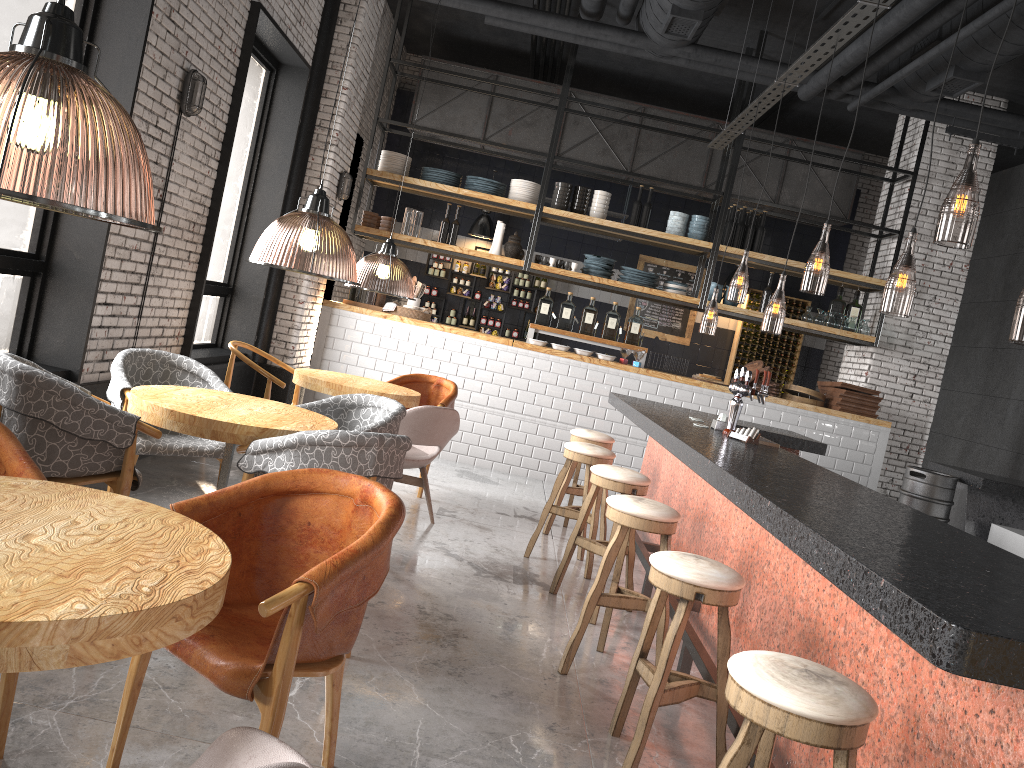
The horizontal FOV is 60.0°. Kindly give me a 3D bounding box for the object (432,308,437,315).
[{"bbox_3d":[-1.100,-1.029,12.602,0.071,0.083,0.071,14,3,25],"label":"object"}]

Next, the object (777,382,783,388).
[{"bbox_3d":[3.779,0.019,12.512,0.079,0.079,0.281,12,4,-1],"label":"object"}]

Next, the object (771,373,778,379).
[{"bbox_3d":[3.709,-0.105,12.546,0.079,0.079,0.281,12,4,-1],"label":"object"}]

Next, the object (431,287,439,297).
[{"bbox_3d":[-1.098,-1.311,12.613,0.100,0.139,0.088,12,3,0],"label":"object"}]

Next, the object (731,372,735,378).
[{"bbox_3d":[3.133,-0.121,12.528,0.079,0.079,0.281,12,4,-1],"label":"object"}]

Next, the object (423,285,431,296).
[{"bbox_3d":[-1.204,-1.334,12.613,0.100,0.139,0.088,12,3,0],"label":"object"}]

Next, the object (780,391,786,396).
[{"bbox_3d":[3.849,0.141,12.527,0.079,0.079,0.281,12,4,-1],"label":"object"}]

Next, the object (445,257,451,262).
[{"bbox_3d":[-0.903,-1.794,12.590,0.081,0.113,0.071,12,3,0],"label":"object"}]

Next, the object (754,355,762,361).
[{"bbox_3d":[3.476,-0.369,12.517,0.079,0.079,0.284,12,4,0],"label":"object"}]

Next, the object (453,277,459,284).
[{"bbox_3d":[-0.797,-1.471,12.582,0.071,0.083,0.071,14,3,25],"label":"object"}]

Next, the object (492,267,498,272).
[{"bbox_3d":[-0.232,-1.670,12.572,0.079,0.156,0.079,13,3,10],"label":"object"}]

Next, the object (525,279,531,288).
[{"bbox_3d":[0.226,-1.425,12.581,0.076,0.111,0.076,12,3,-5],"label":"object"}]

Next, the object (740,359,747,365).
[{"bbox_3d":[3.269,-0.305,12.500,0.079,0.079,0.281,12,4,-1],"label":"object"}]

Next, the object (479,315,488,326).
[{"bbox_3d":[-0.403,-0.909,12.627,0.100,0.139,0.088,12,3,0],"label":"object"}]

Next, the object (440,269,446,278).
[{"bbox_3d":[-0.980,-1.570,12.580,0.076,0.111,0.076,12,3,-5],"label":"object"}]

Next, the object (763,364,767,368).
[{"bbox_3d":[3.547,-0.247,12.521,0.079,0.079,0.281,12,4,-1],"label":"object"}]

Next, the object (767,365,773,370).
[{"bbox_3d":[3.639,-0.228,12.537,0.079,0.079,0.281,12,4,-1],"label":"object"}]

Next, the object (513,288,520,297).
[{"bbox_3d":[0.064,-1.299,12.586,0.076,0.111,0.076,14,3,25],"label":"object"}]

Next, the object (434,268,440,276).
[{"bbox_3d":[-1.060,-1.587,12.578,0.076,0.111,0.076,13,3,20],"label":"object"}]

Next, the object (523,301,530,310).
[{"bbox_3d":[0.210,-1.120,12.613,0.081,0.113,0.071,12,3,-1],"label":"object"}]

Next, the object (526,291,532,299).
[{"bbox_3d":[0.239,-1.261,12.587,0.076,0.111,0.076,10,3,-35],"label":"object"}]

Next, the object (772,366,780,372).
[{"bbox_3d":[3.731,-0.207,12.521,0.079,0.079,0.281,12,4,-1],"label":"object"}]

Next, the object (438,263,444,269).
[{"bbox_3d":[-1.004,-1.674,12.574,0.071,0.083,0.071,14,3,25],"label":"object"}]

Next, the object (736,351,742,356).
[{"bbox_3d":[3.199,-0.428,12.492,0.079,0.079,0.284,12,4,0],"label":"object"}]

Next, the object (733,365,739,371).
[{"bbox_3d":[3.155,-0.223,12.514,0.079,0.079,0.281,12,4,-1],"label":"object"}]

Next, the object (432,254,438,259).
[{"bbox_3d":[-1.087,-1.834,12.589,0.081,0.113,0.071,12,3,0],"label":"object"}]

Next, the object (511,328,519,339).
[{"bbox_3d":[0.050,-0.721,12.633,0.100,0.139,0.088,12,3,0],"label":"object"}]

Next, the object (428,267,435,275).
[{"bbox_3d":[-1.141,-1.605,12.578,0.076,0.111,0.076,13,3,10],"label":"object"}]

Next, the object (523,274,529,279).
[{"bbox_3d":[0.208,-1.542,12.577,0.076,0.111,0.076,12,3,5],"label":"object"}]

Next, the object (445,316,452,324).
[{"bbox_3d":[-0.902,-0.912,12.607,0.076,0.111,0.076,11,3,-25],"label":"object"}]

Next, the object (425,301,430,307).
[{"bbox_3d":[-1.196,-1.135,12.602,0.071,0.083,0.071,14,3,25],"label":"object"}]

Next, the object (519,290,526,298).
[{"bbox_3d":[0.150,-1.280,12.586,0.076,0.111,0.076,11,3,-25],"label":"object"}]

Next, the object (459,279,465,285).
[{"bbox_3d":[-0.706,-1.451,12.582,0.070,0.083,0.071,12,3,-10],"label":"object"}]

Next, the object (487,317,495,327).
[{"bbox_3d":[-0.297,-0.886,12.628,0.100,0.139,0.088,12,3,0],"label":"object"}]

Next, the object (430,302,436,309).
[{"bbox_3d":[-1.121,-1.119,12.597,0.071,0.083,0.070,15,4,40],"label":"object"}]

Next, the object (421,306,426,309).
[{"bbox_3d":[-1.258,-1.064,12.602,0.071,0.083,0.071,13,3,10],"label":"object"}]

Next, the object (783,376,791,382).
[{"bbox_3d":[3.893,-0.065,12.543,0.079,0.079,0.281,12,4,-1],"label":"object"}]

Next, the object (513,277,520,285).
[{"bbox_3d":[0.064,-1.459,12.579,0.076,0.111,0.076,13,3,10],"label":"object"}]

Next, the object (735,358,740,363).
[{"bbox_3d":[3.177,-0.328,12.534,0.079,0.079,0.281,12,4,-1],"label":"object"}]

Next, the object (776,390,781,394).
[{"bbox_3d":[3.757,0.120,12.551,0.079,0.079,0.281,12,4,-1],"label":"object"}]

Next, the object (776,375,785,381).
[{"bbox_3d":[3.801,-0.085,12.542,0.079,0.079,0.281,12,4,-1],"label":"object"}]

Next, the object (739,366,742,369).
[{"bbox_3d":[3.247,-0.203,12.501,0.079,0.079,0.281,12,4,-1],"label":"object"}]

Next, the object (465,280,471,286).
[{"bbox_3d":[-0.622,-1.433,12.583,0.070,0.083,0.071,12,3,-10],"label":"object"}]

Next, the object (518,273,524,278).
[{"bbox_3d":[0.128,-1.559,12.575,0.076,0.111,0.076,11,3,-25],"label":"object"}]

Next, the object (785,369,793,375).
[{"bbox_3d":[3.915,-0.167,12.522,0.079,0.079,0.281,12,4,-1],"label":"object"}]

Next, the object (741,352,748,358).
[{"bbox_3d":[3.292,-0.409,12.516,0.079,0.079,0.284,12,4,0],"label":"object"}]

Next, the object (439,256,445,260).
[{"bbox_3d":[-0.992,-1.813,12.589,0.081,0.113,0.071,12,3,0],"label":"object"}]

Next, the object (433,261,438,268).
[{"bbox_3d":[-1.085,-1.691,12.574,0.070,0.083,0.071,12,3,-10],"label":"object"}]

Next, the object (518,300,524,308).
[{"bbox_3d":[0.129,-1.138,12.613,0.081,0.113,0.071,12,3,-1],"label":"object"}]

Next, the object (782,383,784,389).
[{"bbox_3d":[3.871,0.038,12.531,0.079,0.079,0.281,12,4,-1],"label":"object"}]

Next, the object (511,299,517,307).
[{"bbox_3d":[0.033,-1.158,12.613,0.081,0.113,0.071,12,3,-1],"label":"object"}]

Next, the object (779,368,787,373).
[{"bbox_3d":[3.823,-0.185,12.499,0.079,0.079,0.281,12,4,-1],"label":"object"}]

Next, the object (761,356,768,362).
[{"bbox_3d":[3.568,-0.349,12.517,0.079,0.079,0.284,12,4,0],"label":"object"}]

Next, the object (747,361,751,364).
[{"bbox_3d":[3.362,-0.287,12.520,0.079,0.079,0.281,12,4,-1],"label":"object"}]

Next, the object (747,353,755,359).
[{"bbox_3d":[3.384,-0.389,12.507,0.079,0.079,0.284,12,4,0],"label":"object"}]

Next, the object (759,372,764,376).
[{"bbox_3d":[3.524,-0.144,12.516,0.079,0.079,0.281,12,4,-1],"label":"object"}]

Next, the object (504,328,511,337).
[{"bbox_3d":[-0.063,-0.730,12.611,0.076,0.111,0.076,10,3,-35],"label":"object"}]

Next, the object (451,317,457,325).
[{"bbox_3d":[-0.822,-0.895,12.610,0.076,0.111,0.076,12,3,5],"label":"object"}]

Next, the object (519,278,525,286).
[{"bbox_3d":[0.145,-1.442,12.579,0.076,0.111,0.076,13,3,20],"label":"object"}]

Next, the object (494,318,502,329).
[{"bbox_3d":[-0.196,-0.864,12.628,0.100,0.139,0.088,12,3,0],"label":"object"}]
